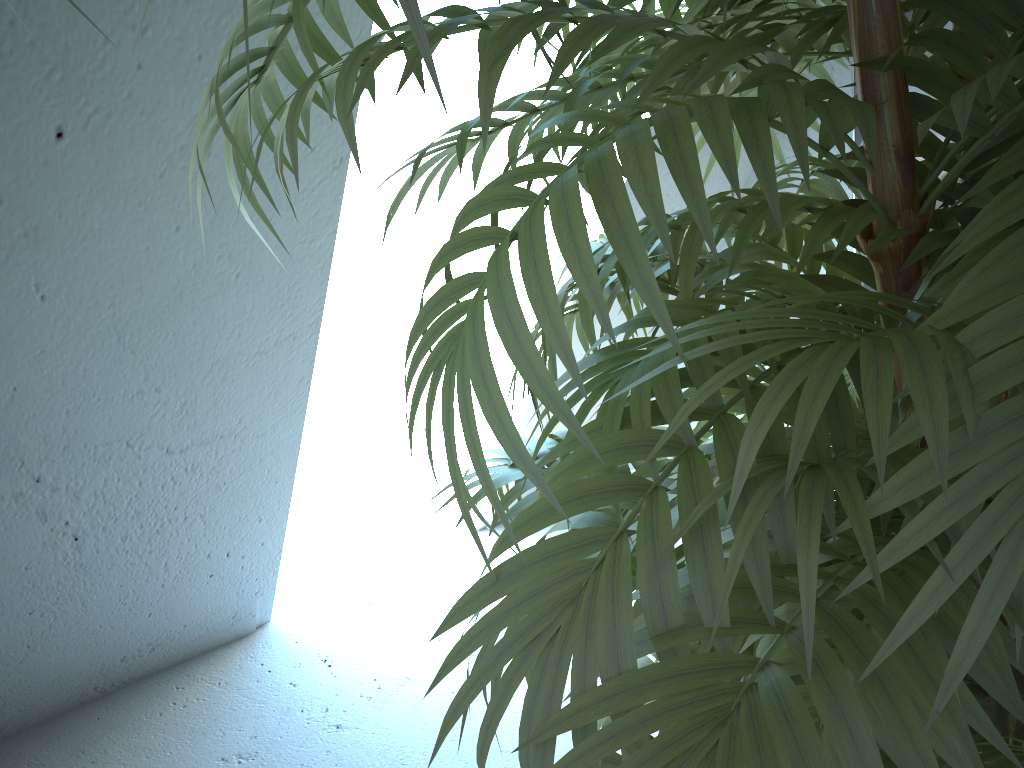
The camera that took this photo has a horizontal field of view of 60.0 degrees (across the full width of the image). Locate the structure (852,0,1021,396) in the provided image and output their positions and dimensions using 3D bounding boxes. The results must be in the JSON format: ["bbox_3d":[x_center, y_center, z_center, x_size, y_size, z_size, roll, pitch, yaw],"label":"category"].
[{"bbox_3d":[1.610,-0.479,1.412,1.184,2.114,1.835,-18,20,-34],"label":"structure"}]

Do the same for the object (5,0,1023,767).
[{"bbox_3d":[0.312,-0.037,0.577,1.020,2.034,0.980,-3,17,12],"label":"object"}]
